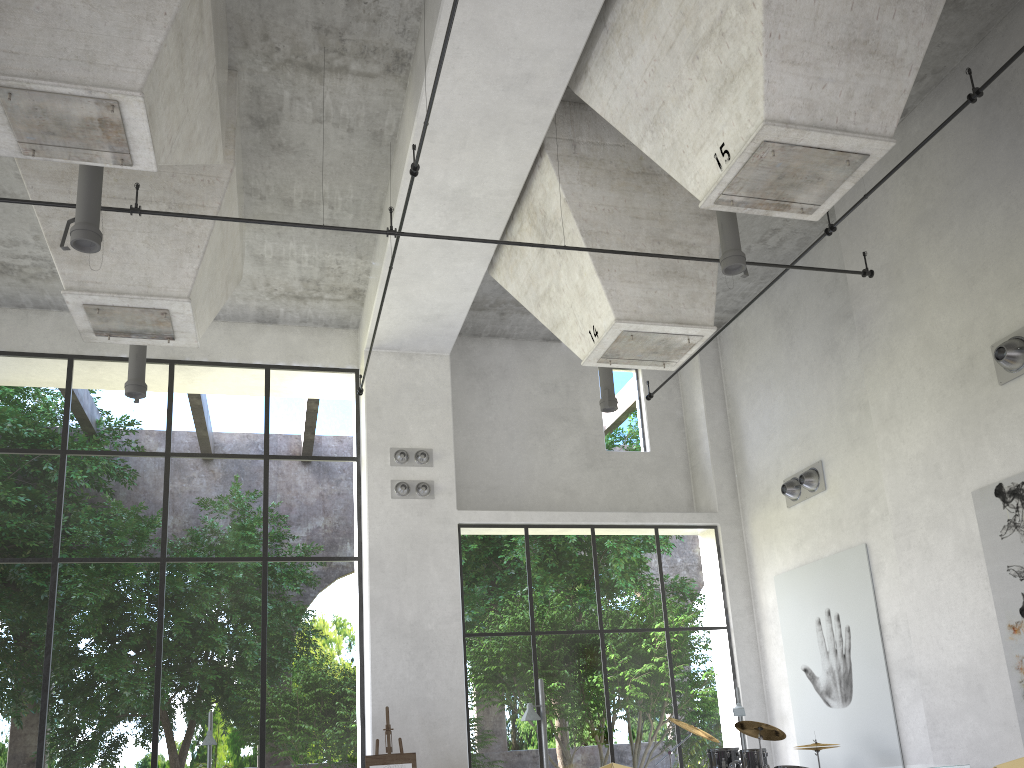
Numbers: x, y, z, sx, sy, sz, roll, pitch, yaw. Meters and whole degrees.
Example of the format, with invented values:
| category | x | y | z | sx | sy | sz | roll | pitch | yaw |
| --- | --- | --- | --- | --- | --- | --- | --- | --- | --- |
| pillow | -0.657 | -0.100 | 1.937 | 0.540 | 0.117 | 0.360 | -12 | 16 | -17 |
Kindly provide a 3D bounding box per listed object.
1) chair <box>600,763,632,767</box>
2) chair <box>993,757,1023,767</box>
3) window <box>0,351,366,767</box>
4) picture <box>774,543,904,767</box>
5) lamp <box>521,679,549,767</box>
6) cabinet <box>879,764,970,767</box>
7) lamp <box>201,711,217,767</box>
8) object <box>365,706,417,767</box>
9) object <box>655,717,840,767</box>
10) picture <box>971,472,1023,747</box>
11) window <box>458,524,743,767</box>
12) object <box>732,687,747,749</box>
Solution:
| category | x | y | z | sx | sy | sz | roll | pitch | yaw |
| --- | --- | --- | --- | --- | --- | --- | --- | --- | --- |
| chair | 1.447 | 5.837 | 12.107 | 0.980 | 1.126 | 0.971 | -5 | -19 | 4 |
| chair | 4.633 | 3.913 | 7.909 | 0.935 | 1.126 | 1.018 | 2 | -20 | -16 |
| window | -5.245 | 3.252 | 13.183 | 5.965 | 7.563 | 0.069 | 2 | -17 | -15 |
| picture | 4.610 | 4.036 | 12.667 | 0.020 | 2.906 | 2.430 | 1 | -19 | -15 |
| lamp | 0.366 | 4.115 | 9.014 | 0.597 | 2.073 | 0.601 | 1 | -17 | -15 |
| cabinet | 4.288 | 4.515 | 9.154 | 0.744 | 0.976 | 0.764 | 1 | -19 | -15 |
| lamp | -3.849 | 5.249 | 11.129 | 0.580 | 2.073 | 0.618 | 1 | -17 | -15 |
| object | -1.650 | 5.490 | 12.016 | 0.694 | 2.065 | 0.710 | 1 | -17 | -14 |
| object | 3.304 | 5.327 | 11.889 | 1.894 | 1.678 | 3.073 | 8 | -24 | -29 |
| picture | 5.406 | 2.107 | 8.093 | 0.020 | 2.906 | 2.448 | 1 | -19 | -15 |
| window | 1.473 | 4.596 | 13.882 | 4.564 | 4.714 | 0.021 | 2 | -17 | -15 |
| object | 3.576 | 5.723 | 13.404 | 0.583 | 2.073 | 0.614 | -9 | -17 | 18 |
